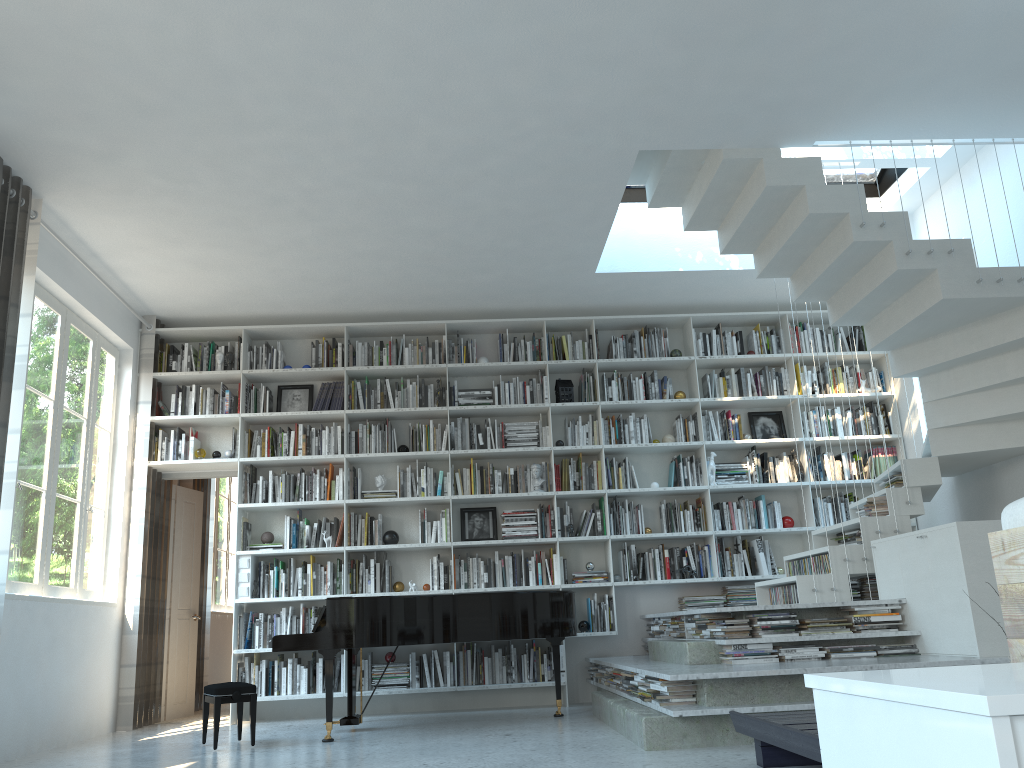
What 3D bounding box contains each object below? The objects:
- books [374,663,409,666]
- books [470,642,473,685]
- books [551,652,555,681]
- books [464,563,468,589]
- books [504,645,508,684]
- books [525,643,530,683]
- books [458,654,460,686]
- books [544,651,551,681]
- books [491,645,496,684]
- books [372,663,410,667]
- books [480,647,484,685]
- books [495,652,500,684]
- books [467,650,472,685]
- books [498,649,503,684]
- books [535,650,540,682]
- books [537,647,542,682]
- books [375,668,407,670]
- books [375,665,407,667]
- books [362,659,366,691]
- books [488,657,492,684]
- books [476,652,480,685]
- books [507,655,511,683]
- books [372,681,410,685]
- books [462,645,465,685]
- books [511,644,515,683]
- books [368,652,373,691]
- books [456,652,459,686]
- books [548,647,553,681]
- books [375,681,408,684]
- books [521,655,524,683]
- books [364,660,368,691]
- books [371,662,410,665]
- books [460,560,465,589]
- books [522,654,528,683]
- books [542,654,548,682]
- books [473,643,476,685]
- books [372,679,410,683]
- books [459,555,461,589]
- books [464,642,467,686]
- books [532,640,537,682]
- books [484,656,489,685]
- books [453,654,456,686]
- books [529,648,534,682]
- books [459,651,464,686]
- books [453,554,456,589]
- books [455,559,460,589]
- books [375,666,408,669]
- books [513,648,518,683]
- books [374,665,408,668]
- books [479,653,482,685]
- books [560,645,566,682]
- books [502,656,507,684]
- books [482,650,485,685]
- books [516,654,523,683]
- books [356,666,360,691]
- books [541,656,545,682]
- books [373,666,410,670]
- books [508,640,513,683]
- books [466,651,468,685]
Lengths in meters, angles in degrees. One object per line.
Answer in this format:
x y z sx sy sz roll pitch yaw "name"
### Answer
-0.943 2.193 6.938 0.254 0.005 0.161 -2 -16 -2 "books"
-0.317 2.185 6.963 0.012 0.336 0.144 -2 -15 -3 "books"
0.323 2.219 6.976 0.029 0.217 0.191 -2 -15 -3 "books"
-0.373 1.553 7.134 0.024 0.207 0.170 -2 -15 -3 "books"
-0.045 2.200 6.967 0.013 0.284 0.185 -2 -15 -3 "books"
0.119 2.190 6.974 0.011 0.292 0.184 -2 -15 -3 "books"
-0.414 2.240 6.958 0.010 0.237 0.134 -2 -15 -3 "books"
0.281 2.220 6.989 0.028 0.227 0.162 -2 -15 -3 "books"
-0.148 2.202 6.974 0.026 0.293 0.155 -2 -15 -3 "books"
-0.943 2.199 6.939 0.285 0.005 0.160 -2 -16 -3 "books"
-0.236 2.215 6.972 0.012 0.275 0.155 -2 -15 -3 "books"
-0.119 2.231 6.971 0.030 0.234 0.138 -2 -15 -3 "books"
-0.334 2.224 6.963 0.025 0.263 0.145 -2 -15 -3 "books"
-0.090 2.217 6.976 0.028 0.260 0.133 -2 -15 -3 "books"
0.196 2.218 6.989 0.028 0.238 0.140 -2 -15 -3 "books"
0.216 2.204 6.978 0.011 0.257 0.172 -2 -15 -3 "books"
-0.941 2.223 6.923 0.254 0.005 0.161 -3 -16 0 "books"
-0.942 2.204 6.937 0.254 0.005 0.161 -2 -16 -3 "books"
-1.155 2.263 6.900 0.023 0.231 0.164 -2 -15 -3 "books"
-0.174 2.253 6.971 0.030 0.196 0.143 -2 -15 -3 "books"
-0.265 2.230 6.966 0.022 0.246 0.144 -2 -15 -3 "books"
-0.026 2.235 6.963 0.022 0.212 0.167 -2 -15 -3 "books"
-0.935 2.324 6.893 0.285 0.007 0.160 -3 -16 1 "books"
-0.376 2.202 6.946 0.014 0.300 0.185 -2 -15 -3 "books"
0.004 2.196 6.968 0.014 0.287 0.185 -2 -15 -3 "books"
-1.105 2.239 6.918 0.027 0.281 0.129 -2 -15 -3 "books"
-0.426 2.232 6.957 0.012 0.253 0.161 -2 -15 -3 "books"
0.301 2.203 6.986 0.013 0.255 0.177 -2 -15 -3 "books"
-0.936 2.318 6.898 0.254 0.007 0.161 -1 -16 -7 "books"
0.082 2.231 6.954 0.010 0.205 0.180 -2 -15 -3 "books"
-1.131 2.266 6.909 0.027 0.226 0.140 -2 -15 -3 "books"
-0.943 2.185 6.930 0.285 0.005 0.160 -3 -16 1 "books"
-0.399 1.538 7.124 0.027 0.233 0.168 -2 -15 -3 "books"
0.101 2.230 6.961 0.029 0.209 0.171 -2 -15 -3 "books"
0.258 2.228 6.973 0.022 0.204 0.191 -2 -15 -3 "books"
-0.294 2.197 6.962 0.034 0.310 0.170 -2 -15 -3 "books"
-0.936 2.312 6.904 0.285 0.007 0.160 -2 -16 -2 "books"
-0.419 1.522 7.138 0.011 0.274 0.146 -2 -15 -3 "books"
-0.364 2.187 6.968 0.014 0.339 0.140 -2 -15 -3 "books"
0.175 2.175 6.974 0.013 0.316 0.187 -2 -15 -3 "books"
-0.202 2.241 6.942 0.028 0.206 0.175 -2 -15 -3 "books"
-0.451 2.242 6.960 0.021 0.237 0.116 -2 -15 -3 "books"
0.148 2.206 6.960 0.044 0.250 0.187 -2 -15 -3 "books"
-0.395 2.224 6.939 0.026 0.255 0.184 -2 -15 -3 "books"
-0.461 1.521 7.147 0.012 0.284 0.160 -2 -15 -3 "books"
-0.439 1.540 7.140 0.029 0.243 0.154 -2 -15 -3 "books"
-0.941 2.212 6.924 0.254 0.005 0.161 0 -16 -8 "books"
0.023 2.212 6.981 0.024 0.261 0.132 -2 -15 -3 "books"
-0.942 2.209 6.936 0.254 0.005 0.161 -2 -16 -3 "books"
-0.247 2.232 6.962 0.012 0.238 0.129 -2 -15 -3 "books"
0.381 2.178 6.932 0.038 0.268 0.278 -2 -15 -3 "books"
-0.063 2.243 6.968 0.024 0.203 0.145 -2 -15 -3 "books"
-0.224 2.225 6.971 0.012 0.254 0.151 -2 -15 -3 "books"
0.055 2.238 6.985 0.040 0.211 0.129 -2 -15 -3 "books"
-1.192 2.288 6.894 0.053 0.183 0.148 -2 -15 -3 "books"
0.235 2.238 6.980 0.024 0.190 0.155 -2 -15 -3 "books"
-0.941 2.218 6.927 0.285 0.005 0.160 -1 -16 -6 "books"
-0.011 2.173 6.972 0.014 0.334 0.183 -2 -15 -3 "books"
-0.351 2.229 6.971 0.010 0.258 0.131 -2 -15 -3 "books"
